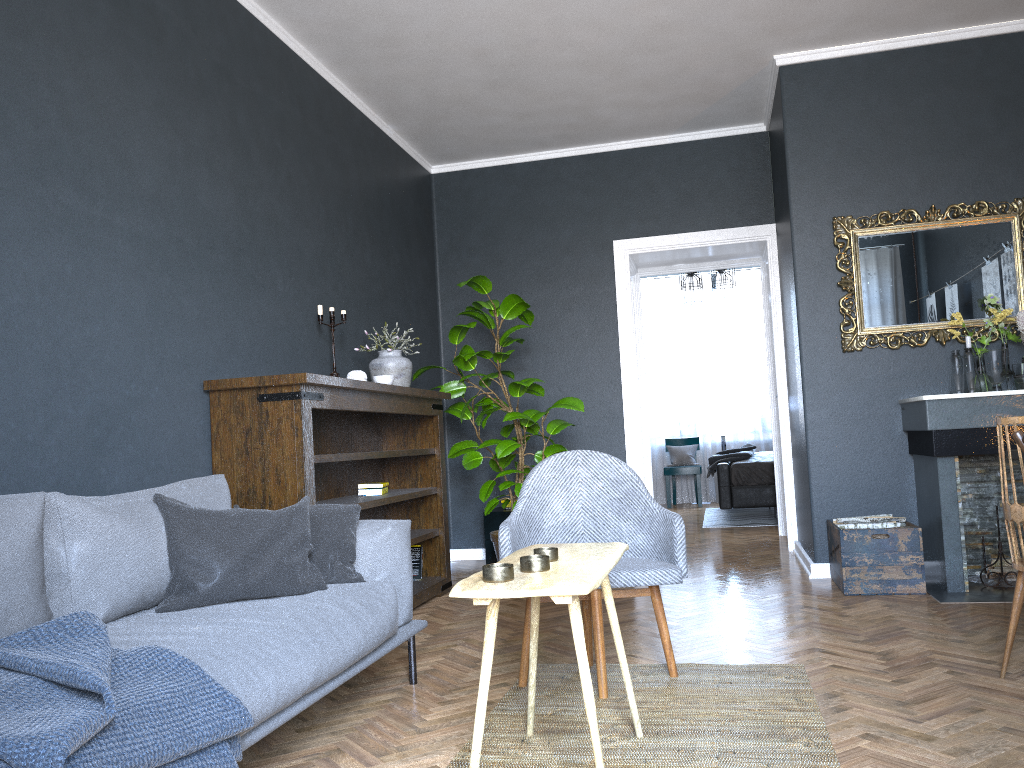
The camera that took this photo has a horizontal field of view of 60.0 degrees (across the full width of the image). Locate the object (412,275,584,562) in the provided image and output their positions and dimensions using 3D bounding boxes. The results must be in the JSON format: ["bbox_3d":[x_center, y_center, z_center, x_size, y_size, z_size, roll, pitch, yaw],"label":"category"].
[{"bbox_3d":[-0.085,0.285,5.569,1.118,1.897,0.764,-4,-3,7],"label":"object"}]

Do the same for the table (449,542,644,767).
[{"bbox_3d":[0.117,0.723,2.232,0.339,0.549,0.788,-4,-4,13],"label":"table"}]

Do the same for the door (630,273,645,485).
[{"bbox_3d":[0.917,0.164,6.888,0.162,2.185,0.857,-4,-3,13],"label":"door"}]

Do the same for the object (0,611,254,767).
[{"bbox_3d":[-0.840,0.635,1.651,0.490,0.329,0.667,-4,-4,18],"label":"object"}]

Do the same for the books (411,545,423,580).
[{"bbox_3d":[-0.596,1.050,5.206,0.179,0.193,0.122,-4,-3,16],"label":"books"}]

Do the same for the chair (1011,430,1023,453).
[{"bbox_3d":[1.558,0.501,2.166,0.467,0.819,0.363,-4,-3,13],"label":"chair"}]

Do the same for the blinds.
[{"bbox_3d":[2.597,0.021,10.755,3.993,2.786,0.312,-4,-3,13],"label":"blinds"}]

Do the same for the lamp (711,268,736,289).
[{"bbox_3d":[2.014,-1.313,8.527,0.210,0.769,0.210,-5,-3,27],"label":"lamp"}]

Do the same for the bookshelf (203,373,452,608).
[{"bbox_3d":[-0.772,0.605,4.417,0.451,1.171,1.920,-4,-4,13],"label":"bookshelf"}]

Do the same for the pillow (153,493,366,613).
[{"bbox_3d":[-0.825,0.513,2.885,0.442,0.361,0.798,-5,-4,31],"label":"pillow"}]

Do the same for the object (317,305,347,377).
[{"bbox_3d":[-0.926,-0.187,4.525,0.130,0.437,0.145,-1,-4,-41],"label":"object"}]

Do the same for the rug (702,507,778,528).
[{"bbox_3d":[2.636,1.289,8.742,1.458,0.013,2.046,-4,-4,13],"label":"rug"}]

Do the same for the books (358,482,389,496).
[{"bbox_3d":[-0.725,0.588,4.774,0.174,0.113,0.197,-3,-4,2],"label":"books"}]

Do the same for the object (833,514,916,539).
[{"bbox_3d":[1.891,0.817,4.645,0.370,0.246,0.533,-4,-4,13],"label":"object"}]

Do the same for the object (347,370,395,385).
[{"bbox_3d":[-0.737,-0.022,4.634,0.255,0.103,0.118,-2,-4,-22],"label":"object"}]

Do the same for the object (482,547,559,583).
[{"bbox_3d":[0.044,0.429,2.122,0.103,0.033,0.369,-5,-4,23],"label":"object"}]

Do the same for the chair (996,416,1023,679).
[{"bbox_3d":[1.759,0.518,2.790,0.384,0.856,0.456,-3,-3,-2],"label":"chair"}]

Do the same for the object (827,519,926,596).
[{"bbox_3d":[1.891,0.893,4.642,0.383,0.326,0.553,-4,-4,13],"label":"object"}]

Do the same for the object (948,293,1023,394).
[{"bbox_3d":[2.672,-0.237,4.585,0.727,0.546,0.474,-4,-3,16],"label":"object"}]

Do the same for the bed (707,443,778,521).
[{"bbox_3d":[3.111,0.678,8.688,2.375,1.161,2.267,-4,-4,13],"label":"bed"}]

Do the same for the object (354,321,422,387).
[{"bbox_3d":[-0.688,-0.157,4.973,0.385,0.412,0.275,-3,-3,-9],"label":"object"}]

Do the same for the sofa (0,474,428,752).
[{"bbox_3d":[-1.008,0.662,2.282,0.970,0.797,2.341,-4,-4,12],"label":"sofa"}]

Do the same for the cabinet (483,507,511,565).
[{"bbox_3d":[0.181,1.063,6.219,0.650,0.390,0.456,-4,-4,13],"label":"cabinet"}]

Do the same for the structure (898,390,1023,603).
[{"bbox_3d":[2.568,0.524,4.416,1.066,0.980,0.834,-4,-3,13],"label":"structure"}]

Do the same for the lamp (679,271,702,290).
[{"bbox_3d":[1.770,-1.309,8.883,0.210,0.713,0.210,-5,-3,27],"label":"lamp"}]

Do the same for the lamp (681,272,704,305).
[{"bbox_3d":[1.864,-1.239,9.258,0.210,0.803,0.210,-5,-3,27],"label":"lamp"}]

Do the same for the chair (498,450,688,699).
[{"bbox_3d":[0.266,0.642,3.158,0.645,0.810,0.495,-3,-3,-9],"label":"chair"}]

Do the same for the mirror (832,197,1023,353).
[{"bbox_3d":[2.344,-0.599,4.888,1.057,0.783,0.067,-4,-3,13],"label":"mirror"}]

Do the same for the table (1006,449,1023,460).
[{"bbox_3d":[2.211,0.525,2.361,1.126,0.727,1.605,-4,-4,13],"label":"table"}]

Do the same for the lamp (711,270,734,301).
[{"bbox_3d":[2.234,-1.273,9.489,0.210,0.746,0.210,-5,-3,27],"label":"lamp"}]

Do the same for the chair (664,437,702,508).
[{"bbox_3d":[2.017,1.034,10.429,0.436,0.798,0.593,-4,-3,13],"label":"chair"}]

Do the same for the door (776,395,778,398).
[{"bbox_3d":[2.069,0.082,6.622,0.162,2.185,0.857,-4,-3,13],"label":"door"}]

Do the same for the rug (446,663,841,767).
[{"bbox_3d":[0.330,0.990,2.311,1.004,0.013,2.012,-4,-4,13],"label":"rug"}]

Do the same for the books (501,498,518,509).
[{"bbox_3d":[0.038,0.848,6.294,0.215,0.066,0.162,-4,-4,9],"label":"books"}]
